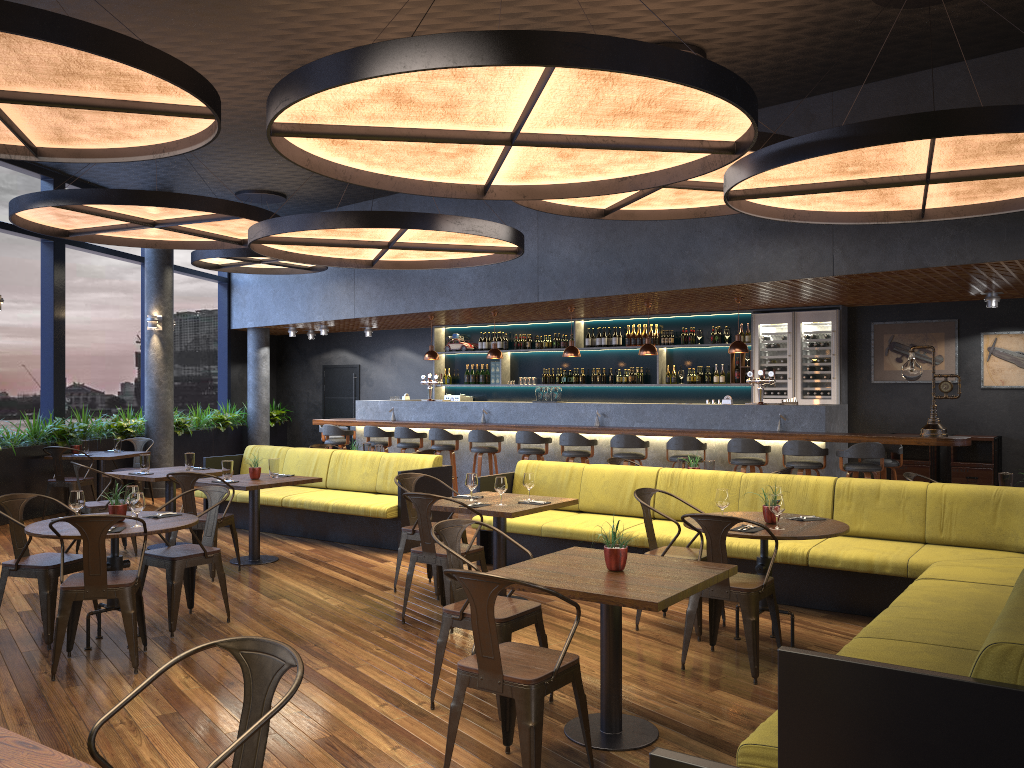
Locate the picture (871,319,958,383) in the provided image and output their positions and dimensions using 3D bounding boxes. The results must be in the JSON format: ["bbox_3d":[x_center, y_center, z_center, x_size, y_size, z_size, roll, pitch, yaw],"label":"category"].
[{"bbox_3d":[5.220,-0.417,11.525,1.039,0.809,0.028,0,0,35],"label":"picture"}]

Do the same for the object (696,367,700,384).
[{"bbox_3d":[2.727,-0.127,12.985,0.063,0.254,0.063,0,0,37],"label":"object"}]

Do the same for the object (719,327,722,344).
[{"bbox_3d":[3.019,-0.707,12.905,0.063,0.254,0.063,0,0,-3],"label":"object"}]

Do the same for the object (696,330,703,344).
[{"bbox_3d":[2.745,-0.683,13.002,0.097,0.206,0.097,0,0,3],"label":"object"}]

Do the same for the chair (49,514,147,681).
[{"bbox_3d":[-2.381,1.178,5.132,0.504,0.917,0.541,0,0,-16],"label":"chair"}]

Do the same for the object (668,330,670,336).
[{"bbox_3d":[2.356,-0.691,13.340,0.056,0.227,0.056,0,0,-4],"label":"object"}]

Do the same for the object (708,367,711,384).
[{"bbox_3d":[2.897,-0.127,13.035,0.063,0.254,0.063,0,0,42],"label":"object"}]

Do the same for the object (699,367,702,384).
[{"bbox_3d":[2.767,-0.127,13.055,0.063,0.254,0.063,0,0,-28],"label":"object"}]

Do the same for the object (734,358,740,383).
[{"bbox_3d":[3.235,-0.195,12.716,0.091,0.369,0.092,0,0,4],"label":"object"}]

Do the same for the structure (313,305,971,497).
[{"bbox_3d":[1.437,0.308,12.515,9.298,2.700,2.700,0,0,35],"label":"structure"}]

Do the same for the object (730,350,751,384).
[{"bbox_3d":[3.293,-0.241,12.674,0.300,0.475,0.161,0,0,34],"label":"object"}]

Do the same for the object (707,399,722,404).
[{"bbox_3d":[2.975,0.467,12.943,0.310,0.492,0.204,0,0,35],"label":"object"}]

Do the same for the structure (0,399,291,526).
[{"bbox_3d":[-6.023,0.953,10.735,0.808,1.413,17.112,0,0,10],"label":"structure"}]

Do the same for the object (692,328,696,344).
[{"bbox_3d":[2.692,-0.706,13.146,0.063,0.254,0.063,0,0,22],"label":"object"}]

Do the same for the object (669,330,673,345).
[{"bbox_3d":[2.374,-0.691,13.255,0.056,0.227,0.056,0,0,21],"label":"object"}]

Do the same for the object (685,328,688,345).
[{"bbox_3d":[2.597,-0.706,13.210,0.063,0.254,0.063,0,0,-3],"label":"object"}]

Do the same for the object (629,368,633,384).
[{"bbox_3d":[1.821,-0.125,13.607,0.063,0.254,0.063,0,0,27],"label":"object"}]

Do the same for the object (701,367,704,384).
[{"bbox_3d":[2.807,-0.127,13.128,0.063,0.254,0.063,0,0,-3],"label":"object"}]

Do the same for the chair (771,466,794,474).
[{"bbox_3d":[2.225,1.182,7.900,0.541,0.917,0.504,0,0,35],"label":"chair"}]

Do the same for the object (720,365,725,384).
[{"bbox_3d":[3.058,-0.143,12.873,0.079,0.281,0.079,0,0,28],"label":"object"}]

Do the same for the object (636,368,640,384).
[{"bbox_3d":[1.927,-0.125,13.564,0.063,0.254,0.063,0,0,42],"label":"object"}]

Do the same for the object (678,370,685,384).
[{"bbox_3d":[2.519,-0.103,13.179,0.097,0.206,0.097,0,0,3],"label":"object"}]

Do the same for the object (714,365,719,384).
[{"bbox_3d":[2.980,-0.142,12.927,0.079,0.281,0.079,0,0,8],"label":"object"}]

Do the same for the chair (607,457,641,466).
[{"bbox_3d":[1.200,1.185,8.607,0.541,0.917,0.504,0,0,35],"label":"chair"}]

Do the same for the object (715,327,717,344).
[{"bbox_3d":[2.994,-0.706,12.996,0.063,0.254,0.063,0,0,-28],"label":"object"}]

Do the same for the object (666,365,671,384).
[{"bbox_3d":[2.354,-0.139,13.358,0.079,0.281,0.079,0,0,38],"label":"object"}]

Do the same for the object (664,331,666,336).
[{"bbox_3d":[2.308,-0.691,13.374,0.056,0.227,0.056,0,0,36],"label":"object"}]

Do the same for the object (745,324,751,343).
[{"bbox_3d":[3.371,-0.721,12.657,0.079,0.281,0.079,0,0,3],"label":"object"}]

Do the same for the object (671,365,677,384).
[{"bbox_3d":[2.430,-0.140,13.305,0.079,0.281,0.079,0,0,13],"label":"object"}]

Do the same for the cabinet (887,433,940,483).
[{"bbox_3d":[5.124,1.147,11.320,0.553,1.007,0.473,0,0,35],"label":"cabinet"}]

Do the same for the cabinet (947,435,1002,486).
[{"bbox_3d":[5.696,1.146,10.925,0.553,1.007,0.473,0,0,35],"label":"cabinet"}]

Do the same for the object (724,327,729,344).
[{"bbox_3d":[3.123,-0.707,12.911,0.063,0.254,0.063,0,0,42],"label":"object"}]

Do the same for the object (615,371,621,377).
[{"bbox_3d":[1.669,-0.100,13.920,0.097,0.206,0.097,0,0,-24],"label":"object"}]

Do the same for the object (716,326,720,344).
[{"bbox_3d":[2.974,-0.707,12.813,0.063,0.254,0.063,0,0,-28],"label":"object"}]

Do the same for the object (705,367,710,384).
[{"bbox_3d":[2.857,-0.127,12.962,0.063,0.254,0.063,0,0,-3],"label":"object"}]

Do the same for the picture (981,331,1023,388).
[{"bbox_3d":[6.289,-0.297,10.789,1.039,0.697,0.028,0,0,35],"label":"picture"}]

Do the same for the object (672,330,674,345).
[{"bbox_3d":[2.408,-0.691,13.305,0.056,0.227,0.056,0,0,36],"label":"object"}]

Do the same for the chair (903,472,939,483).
[{"bbox_3d":[3.413,1.179,7.063,0.541,0.917,0.504,0,0,35],"label":"chair"}]

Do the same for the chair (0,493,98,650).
[{"bbox_3d":[-3.047,1.181,5.754,0.541,0.917,0.504,0,0,16],"label":"chair"}]

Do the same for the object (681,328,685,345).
[{"bbox_3d":[2.535,-0.706,13.130,0.063,0.254,0.063,0,0,32],"label":"object"}]

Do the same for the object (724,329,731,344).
[{"bbox_3d":[3.099,-0.684,12.777,0.097,0.206,0.097,0,0,3],"label":"object"}]

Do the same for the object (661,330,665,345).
[{"bbox_3d":[2.273,-0.691,13.324,0.056,0.227,0.056,0,0,-4],"label":"object"}]

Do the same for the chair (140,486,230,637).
[{"bbox_3d":[-2.228,1.181,6.075,0.504,0.917,0.541,0,0,35],"label":"chair"}]

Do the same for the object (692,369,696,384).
[{"bbox_3d":[2.696,-0.112,13.159,0.088,0.224,0.088,0,0,29],"label":"object"}]

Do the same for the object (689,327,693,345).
[{"bbox_3d":[2.640,-0.706,13.067,0.063,0.254,0.063,0,0,7],"label":"object"}]

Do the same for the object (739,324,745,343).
[{"bbox_3d":[3.293,-0.721,12.711,0.079,0.281,0.079,0,0,43],"label":"object"}]

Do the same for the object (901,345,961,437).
[{"bbox_3d":[4.334,0.071,9.179,0.566,0.944,0.263,0,0,27],"label":"object"}]

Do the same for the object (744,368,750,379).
[{"bbox_3d":[3.355,-0.118,12.634,0.097,0.206,0.097,0,0,-15],"label":"object"}]

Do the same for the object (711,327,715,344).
[{"bbox_3d":[2.930,-0.707,12.917,0.063,0.254,0.063,0,0,-13],"label":"object"}]

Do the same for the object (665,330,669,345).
[{"bbox_3d":[2.323,-0.691,13.290,0.056,0.227,0.056,0,0,11],"label":"object"}]

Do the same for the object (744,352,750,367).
[{"bbox_3d":[3.355,-0.352,12.635,0.097,0.206,0.097,0,0,-15],"label":"object"}]

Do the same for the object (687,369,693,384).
[{"bbox_3d":[2.621,-0.112,13.077,0.088,0.224,0.088,0,0,4],"label":"object"}]

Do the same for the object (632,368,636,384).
[{"bbox_3d":[1.875,-0.124,13.688,0.063,0.254,0.063,0,0,-28],"label":"object"}]
